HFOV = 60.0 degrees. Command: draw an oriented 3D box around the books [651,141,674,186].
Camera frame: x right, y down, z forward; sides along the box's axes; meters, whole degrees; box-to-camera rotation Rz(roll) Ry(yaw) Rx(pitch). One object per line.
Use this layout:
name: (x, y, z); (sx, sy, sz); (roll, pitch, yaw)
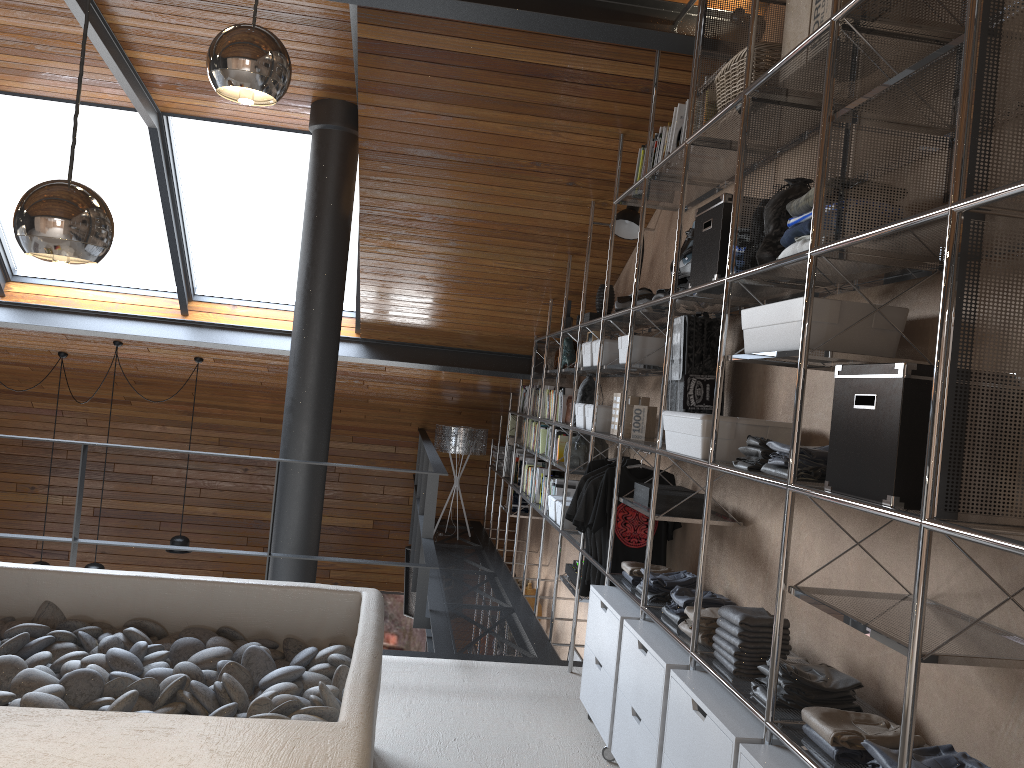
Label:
books: (0.689, -0.993, 4.000); (0.117, 0.180, 0.059); (6, -1, -7)

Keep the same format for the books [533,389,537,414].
books: (0.245, 0.146, 6.750); (0.148, 0.206, 0.018); (6, -1, -7)

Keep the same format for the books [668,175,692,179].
books: (0.732, -1.009, 3.846); (0.137, 0.213, 0.068); (6, -1, -7)

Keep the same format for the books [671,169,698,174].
books: (0.744, -0.998, 3.753); (0.137, 0.198, 0.063); (6, -1, -7)

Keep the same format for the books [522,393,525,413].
books: (0.148, 0.160, 7.297); (0.111, 0.171, 0.056); (6, -1, -7)

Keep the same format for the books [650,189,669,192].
books: (0.684, -1.000, 4.113); (0.127, 0.197, 0.063); (6, -1, -7)

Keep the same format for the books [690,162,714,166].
books: (0.771, -1.019, 3.614); (0.148, 0.229, 0.073); (6, -1, -7)

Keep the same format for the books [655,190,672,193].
books: (0.698, -1.001, 4.125); (0.130, 0.202, 0.063); (6, -1, -7)

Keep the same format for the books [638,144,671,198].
books: (0.694, -1.012, 4.216); (0.160, 0.228, 0.080); (6, -1, -7)

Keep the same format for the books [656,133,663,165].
books: (0.709, -0.999, 3.905); (0.138, 0.189, 0.065); (6, -1, -7)

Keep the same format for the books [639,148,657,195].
books: (0.678, -1.001, 4.191); (0.130, 0.202, 0.063); (6, -1, -7)

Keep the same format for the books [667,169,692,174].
books: (0.731, -1.009, 3.764); (0.117, 0.218, 0.073); (6, -1, -7)

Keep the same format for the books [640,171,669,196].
books: (0.692, -1.003, 4.180); (0.146, 0.208, 0.071); (6, -1, -7)

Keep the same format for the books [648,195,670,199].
books: (0.704, -1.012, 4.233); (0.148, 0.229, 0.073); (6, -1, -7)

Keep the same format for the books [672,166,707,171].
books: (0.755, -1.007, 3.689); (0.164, 0.214, 0.066); (6, -1, -7)

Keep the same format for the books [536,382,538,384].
books: (0.215, 0.120, 7.111); (0.143, 0.264, 0.088); (6, -1, -7)

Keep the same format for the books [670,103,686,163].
books: (0.736, -1.023, 3.649); (0.148, 0.229, 0.073); (6, -1, -7)

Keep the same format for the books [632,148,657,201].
books: (0.671, -1.015, 4.308); (0.148, 0.229, 0.073); (6, -1, -7)

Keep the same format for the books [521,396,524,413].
books: (0.147, 0.162, 7.385); (0.119, 0.169, 0.058); (6, -1, -7)

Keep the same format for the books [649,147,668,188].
books: (0.681, -0.987, 4.051); (0.119, 0.169, 0.058); (6, -1, -7)

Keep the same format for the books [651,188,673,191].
books: (0.693, -1.000, 4.096); (0.139, 0.199, 0.074); (6, -1, -7)

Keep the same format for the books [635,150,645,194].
books: (0.681, -1.008, 4.258); (0.149, 0.202, 0.067); (6, -1, -8)

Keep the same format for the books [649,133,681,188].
books: (0.709, -1.010, 4.012); (0.161, 0.220, 0.074); (6, -1, -7)

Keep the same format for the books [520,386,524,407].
books: (0.160, 0.137, 7.550); (0.160, 0.228, 0.080); (6, -1, -7)

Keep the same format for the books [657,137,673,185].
books: (0.690, -1.000, 3.979); (0.111, 0.194, 0.059); (6, -1, -7)

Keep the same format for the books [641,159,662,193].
books: (0.690, -1.018, 4.147); (0.143, 0.233, 0.081); (6, -1, -7)

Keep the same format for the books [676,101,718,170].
books: (0.786, -1.020, 3.642); (0.191, 0.249, 0.077); (6, -1, -7)

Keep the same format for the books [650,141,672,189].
books: (0.687, -1.001, 4.061); (0.127, 0.197, 0.063); (6, -1, -7)

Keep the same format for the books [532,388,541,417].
books: (0.248, 0.140, 6.594); (0.131, 0.216, 0.509); (6, -1, -7)

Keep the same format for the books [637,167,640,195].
books: (0.671, -0.997, 4.272); (0.131, 0.178, 0.057); (6, -1, -8)

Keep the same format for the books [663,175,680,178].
books: (0.723, -0.997, 3.862); (0.120, 0.186, 0.064); (6, -1, -7)

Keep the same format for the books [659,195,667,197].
books: (0.688, -1.001, 4.203); (0.130, 0.202, 0.063); (6, -1, -7)

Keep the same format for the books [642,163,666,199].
books: (0.691, -1.013, 4.243); (0.148, 0.229, 0.073); (6, -1, -7)

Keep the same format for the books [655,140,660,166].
books: (0.693, -0.990, 3.919); (0.112, 0.173, 0.054); (6, -1, -7)

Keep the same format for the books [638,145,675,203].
books: (0.709, -1.021, 4.321); (0.206, 0.249, 0.074); (6, -1, -7)

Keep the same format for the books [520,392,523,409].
books: (0.143, 0.148, 7.525); (0.130, 0.202, 0.063); (6, -1, -7)

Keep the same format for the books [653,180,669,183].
books: (0.693, -0.990, 3.954); (0.112, 0.173, 0.054); (6, -1, -7)

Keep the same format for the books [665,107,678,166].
books: (0.729, -1.023, 3.694); (0.148, 0.229, 0.073); (6, -1, -7)

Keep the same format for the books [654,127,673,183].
books: (0.698, -1.015, 3.935); (0.122, 0.227, 0.076); (6, -1, -7)

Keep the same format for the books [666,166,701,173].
books: (0.743, -1.006, 3.731); (0.155, 0.212, 0.073); (6, -1, -7)

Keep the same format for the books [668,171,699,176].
books: (0.750, -1.029, 3.777); (0.143, 0.264, 0.088); (6, -1, -7)

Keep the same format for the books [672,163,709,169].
books: (0.757, -1.007, 3.679); (0.170, 0.214, 0.065); (6, -1, -6)

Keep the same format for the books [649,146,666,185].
books: (0.684, -0.990, 3.990); (0.112, 0.173, 0.054); (6, -1, -7)

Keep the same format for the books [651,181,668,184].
books: (0.684, -0.990, 3.973); (0.112, 0.174, 0.054); (6, -1, -7)

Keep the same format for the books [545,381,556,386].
books: (0.261, 0.116, 6.723); (0.143, 0.268, 0.020); (6, -1, -7)

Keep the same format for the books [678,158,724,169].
books: (0.792, -1.018, 3.631); (0.191, 0.244, 0.075); (6, -1, -7)

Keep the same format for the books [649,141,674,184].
books: (0.683, -0.989, 3.963); (0.111, 0.171, 0.056); (6, -1, -7)

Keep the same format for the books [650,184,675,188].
books: (0.695, -1.003, 4.031); (0.125, 0.204, 0.072); (6, -1, -7)

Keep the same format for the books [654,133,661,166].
books: (0.691, -1.001, 3.925); (0.111, 0.194, 0.059); (6, -1, -7)

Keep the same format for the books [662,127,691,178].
books: (0.724, -0.998, 3.820); (0.126, 0.194, 0.064); (6, -1, -7)

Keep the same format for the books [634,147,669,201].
books: (0.691, -1.012, 4.283); (0.169, 0.229, 0.077); (6, -1, -7)

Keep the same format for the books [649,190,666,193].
books: (0.695, -1.013, 4.132); (0.129, 0.226, 0.069); (6, -1, -7)

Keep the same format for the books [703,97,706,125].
books: (0.785, -0.991, 3.359); (0.131, 0.181, 0.014); (6, -1, -7)

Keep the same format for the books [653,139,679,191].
books: (0.712, -1.007, 4.083); (0.177, 0.214, 0.064); (6, -1, -7)

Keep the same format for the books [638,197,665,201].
books: (0.696, -1.012, 4.297); (0.148, 0.229, 0.073); (6, -1, -7)

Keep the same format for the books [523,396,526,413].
books: (0.158, 0.159, 7.253); (0.112, 0.173, 0.054); (6, -1, -7)

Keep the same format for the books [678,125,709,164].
books: (0.752, -0.996, 3.609); (0.131, 0.178, 0.057); (6, -1, -7)

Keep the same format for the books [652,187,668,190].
books: (0.678, -1.001, 4.071); (0.127, 0.197, 0.063); (6, -1, -7)
